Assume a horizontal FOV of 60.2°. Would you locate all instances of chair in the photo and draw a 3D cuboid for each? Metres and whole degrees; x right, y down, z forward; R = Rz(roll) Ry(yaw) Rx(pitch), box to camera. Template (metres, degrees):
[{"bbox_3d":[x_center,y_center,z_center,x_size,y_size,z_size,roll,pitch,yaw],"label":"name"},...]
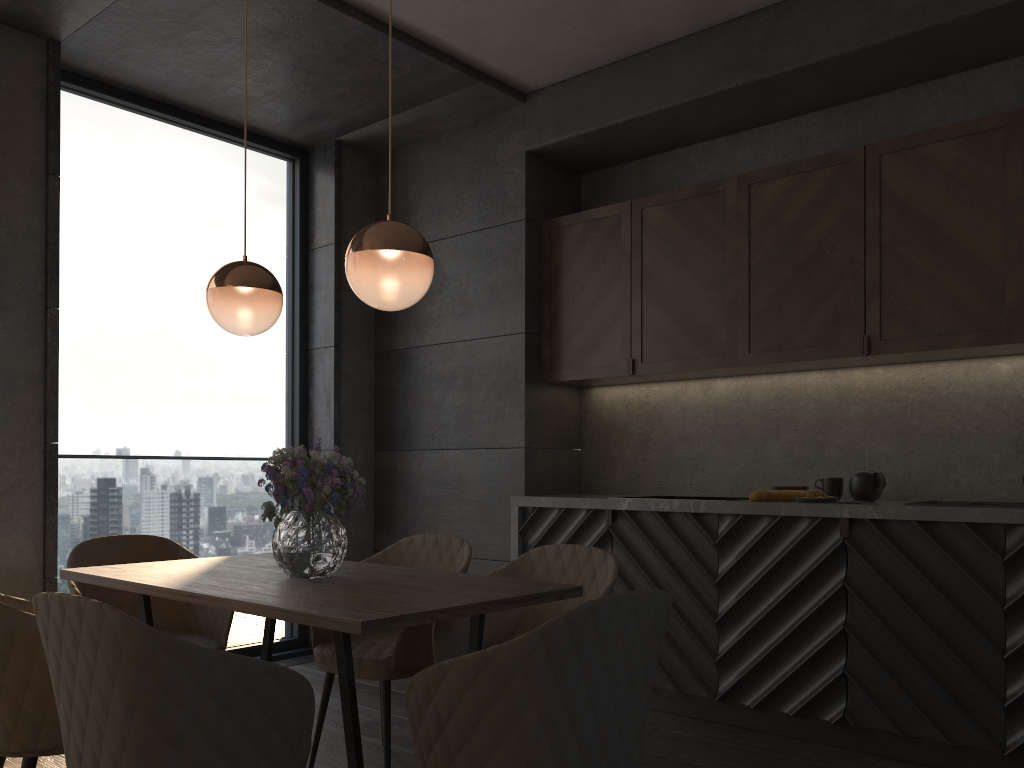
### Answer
[{"bbox_3d":[-1.198,0.889,2.333,0.511,0.835,0.556,2,-3,-40],"label":"chair"},{"bbox_3d":[-1.308,0.973,3.181,0.556,0.835,0.511,2,-3,-45],"label":"chair"},{"bbox_3d":[0.064,0.855,1.961,0.556,0.835,0.511,2,-3,-45],"label":"chair"},{"bbox_3d":[-0.431,0.977,3.196,0.555,0.835,0.511,-1,-2,35],"label":"chair"},{"bbox_3d":[-0.733,0.850,1.936,0.555,0.835,0.511,-1,-2,35],"label":"chair"},{"bbox_3d":[0.047,0.934,2.755,0.556,0.835,0.511,-2,-3,40],"label":"chair"}]

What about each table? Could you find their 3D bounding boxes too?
[{"bbox_3d":[-0.614,0.948,2.580,1.469,0.767,0.770,-4,-5,41],"label":"table"}]

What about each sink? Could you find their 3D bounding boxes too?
[{"bbox_3d":[2.007,0.253,3.232,0.964,0.545,0.461,-4,-4,41],"label":"sink"}]

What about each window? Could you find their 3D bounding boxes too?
[{"bbox_3d":[-3.615,-0.177,2.548,0.199,2.993,7.284,0,-4,41],"label":"window"}]

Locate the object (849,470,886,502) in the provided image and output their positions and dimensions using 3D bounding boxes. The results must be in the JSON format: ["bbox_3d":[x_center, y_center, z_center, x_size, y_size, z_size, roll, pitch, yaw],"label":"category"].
[{"bbox_3d":[1.498,0.431,3.734,0.136,0.137,0.153,-1,-3,13],"label":"object"}]

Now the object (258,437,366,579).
[{"bbox_3d":[-0.585,0.361,2.600,0.298,0.408,0.329,0,-3,11],"label":"object"}]

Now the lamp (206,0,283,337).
[{"bbox_3d":[-0.859,-0.925,2.851,0.239,1.542,0.239,1,-1,-44],"label":"lamp"}]

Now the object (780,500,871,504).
[{"bbox_3d":[1.264,0.492,3.771,0.490,0.040,0.285,-4,-7,36],"label":"object"}]

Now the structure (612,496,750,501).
[{"bbox_3d":[0.854,0.549,4.192,0.611,0.017,0.505,-5,-8,41],"label":"structure"}]

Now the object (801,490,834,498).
[{"bbox_3d":[1.279,0.469,3.704,0.116,0.045,0.120,5,-7,-44],"label":"object"}]

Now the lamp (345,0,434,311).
[{"bbox_3d":[-0.329,-0.969,2.393,0.239,1.542,0.239,0,-1,16],"label":"lamp"}]

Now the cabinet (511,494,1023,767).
[{"bbox_3d":[1.473,0.964,3.634,3.398,0.948,0.601,-4,-4,41],"label":"cabinet"}]

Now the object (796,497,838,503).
[{"bbox_3d":[1.279,0.487,3.704,0.170,0.020,0.171,3,-6,-23],"label":"object"}]

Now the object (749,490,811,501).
[{"bbox_3d":[1.174,0.485,3.830,0.301,0.054,0.071,1,-4,-8],"label":"object"}]

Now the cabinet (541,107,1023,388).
[{"bbox_3d":[1.552,-0.533,3.734,3.398,0.863,0.370,-5,-4,41],"label":"cabinet"}]

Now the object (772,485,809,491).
[{"bbox_3d":[1.249,0.485,3.960,0.157,0.068,0.117,-2,-5,26],"label":"object"}]

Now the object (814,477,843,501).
[{"bbox_3d":[1.383,0.458,3.837,0.112,0.103,0.090,1,-3,-17],"label":"object"}]
